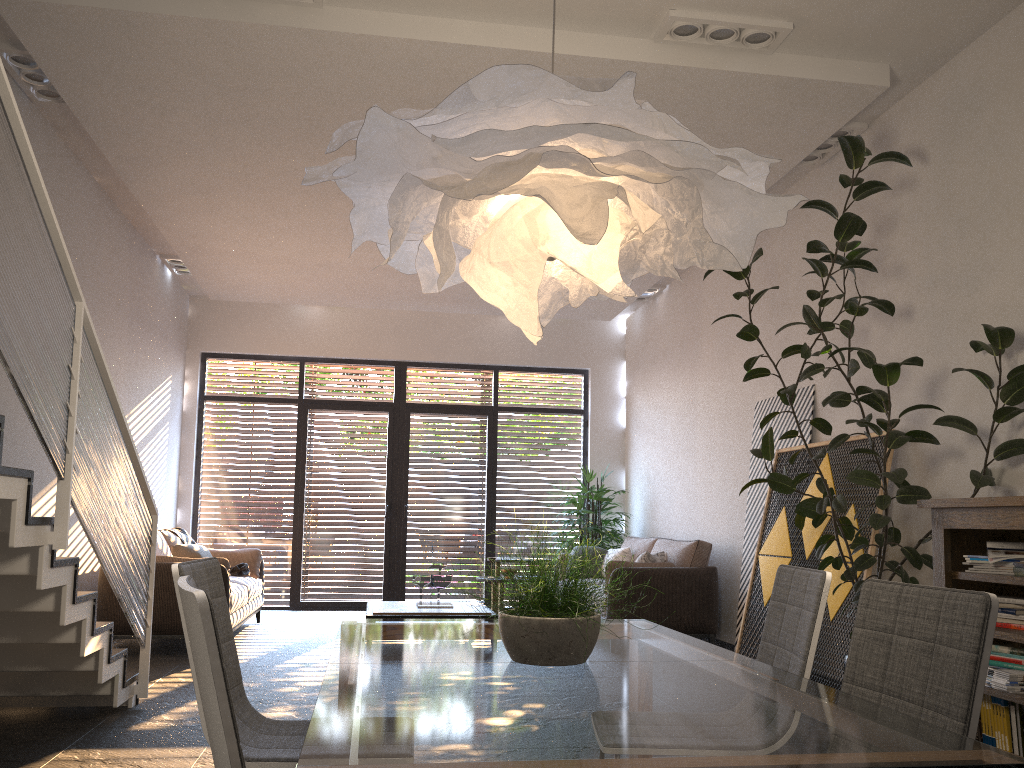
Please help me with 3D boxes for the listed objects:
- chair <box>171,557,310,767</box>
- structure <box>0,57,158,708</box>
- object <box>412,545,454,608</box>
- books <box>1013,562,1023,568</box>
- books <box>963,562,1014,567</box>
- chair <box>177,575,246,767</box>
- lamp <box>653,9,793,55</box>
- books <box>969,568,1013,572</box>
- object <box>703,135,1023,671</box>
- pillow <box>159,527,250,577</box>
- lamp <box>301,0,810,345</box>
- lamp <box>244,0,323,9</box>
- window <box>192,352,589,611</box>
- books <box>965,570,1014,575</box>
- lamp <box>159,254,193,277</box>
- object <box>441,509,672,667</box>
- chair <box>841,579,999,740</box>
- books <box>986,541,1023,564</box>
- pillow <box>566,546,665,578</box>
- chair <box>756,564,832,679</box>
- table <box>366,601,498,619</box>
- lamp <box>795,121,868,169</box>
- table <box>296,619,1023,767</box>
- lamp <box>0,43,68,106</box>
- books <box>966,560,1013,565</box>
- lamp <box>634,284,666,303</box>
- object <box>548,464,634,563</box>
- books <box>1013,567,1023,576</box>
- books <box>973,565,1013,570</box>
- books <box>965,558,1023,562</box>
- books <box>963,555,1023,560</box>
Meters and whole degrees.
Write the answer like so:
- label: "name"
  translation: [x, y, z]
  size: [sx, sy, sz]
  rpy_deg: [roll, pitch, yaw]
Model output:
- label: "chair"
  translation: [-0.556, 0.923, 2.295]
  size: [0.601, 0.914, 0.478]
  rpy_deg: [2, -7, -6]
- label: "structure"
  translation: [-0.165, -2.937, 1.330]
  size: [4.235, 8.259, 8.513]
  rpy_deg: [2, -7, -9]
- label: "object"
  translation: [-0.827, -0.985, 3.531]
  size: [0.365, 4.446, 8.966]
  rpy_deg: [1, -8, 3]
- label: "books"
  translation: [2.221, 0.752, 3.658]
  size: [0.166, 0.023, 0.229]
  rpy_deg: [2, -9, -5]
- label: "books"
  translation: [2.204, 0.794, 3.883]
  size: [0.253, 0.011, 0.320]
  rpy_deg: [6, -10, -27]
- label: "chair"
  translation: [-0.300, 0.816, 1.580]
  size: [0.602, 0.914, 0.477]
  rpy_deg: [4, -7, -23]
- label: "lamp"
  translation: [1.070, -1.804, 4.511]
  size: [0.645, 0.066, 0.255]
  rpy_deg: [2, -9, -9]
- label: "books"
  translation: [2.209, 0.811, 3.855]
  size: [0.253, 0.011, 0.319]
  rpy_deg: [8, -11, -39]
- label: "object"
  translation: [1.806, 0.196, 4.673]
  size: [0.909, 3.181, 2.020]
  rpy_deg: [5, -8, -31]
- label: "pillow"
  translation: [-3.033, 1.680, 8.166]
  size: [0.955, 0.703, 1.024]
  rpy_deg: [-1, -8, 15]
- label: "lamp"
  translation: [0.141, -2.660, 2.371]
  size: [1.117, 5.182, 1.068]
  rpy_deg: [1, -6, 2]
- label: "lamp"
  translation: [-1.223, -1.899, 4.158]
  size: [0.645, 0.066, 0.255]
  rpy_deg: [2, -9, -9]
- label: "window"
  translation: [-1.366, 1.163, 10.517]
  size: [4.943, 3.011, 0.462]
  rpy_deg: [2, -6, -9]
- label: "books"
  translation: [2.201, 0.823, 3.861]
  size: [0.253, 0.011, 0.320]
  rpy_deg: [7, -11, -35]
- label: "lamp"
  translation: [-3.322, -1.197, 8.867]
  size: [0.253, 0.066, 0.649]
  rpy_deg: [2, -9, -9]
- label: "object"
  translation: [0.105, 0.472, 2.049]
  size: [0.532, 0.365, 0.672]
  rpy_deg: [3, -8, -13]
- label: "chair"
  translation: [0.555, 0.851, 1.712]
  size: [0.602, 0.914, 0.478]
  rpy_deg: [2, -7, -8]
- label: "books"
  translation: [2.234, 0.740, 3.823]
  size: [0.322, 0.108, 0.274]
  rpy_deg: [-3, -9, 26]
- label: "pillow"
  translation: [0.956, 1.709, 8.325]
  size: [0.618, 0.341, 1.905]
  rpy_deg: [2, -9, -8]
- label: "chair"
  translation: [0.535, 0.966, 2.449]
  size: [0.601, 0.914, 0.478]
  rpy_deg: [1, -7, 1]
- label: "table"
  translation: [-0.710, 2.045, 7.517]
  size: [1.049, 0.305, 1.123]
  rpy_deg: [2, -9, -9]
- label: "lamp"
  translation: [2.042, -1.582, 5.817]
  size: [0.253, 0.066, 0.649]
  rpy_deg: [2, -9, -9]
- label: "table"
  translation: [0.083, 0.987, 1.983]
  size: [0.997, 0.710, 1.811]
  rpy_deg: [2, -9, -9]
- label: "lamp"
  translation: [-2.727, -1.780, 5.083]
  size: [0.253, 0.066, 0.649]
  rpy_deg: [2, -9, -9]
- label: "books"
  translation: [2.208, 0.781, 3.869]
  size: [0.253, 0.011, 0.319]
  rpy_deg: [8, -11, -37]
- label: "lamp"
  translation: [1.447, -0.999, 9.602]
  size: [0.253, 0.066, 0.649]
  rpy_deg: [2, -9, -9]
- label: "object"
  translation: [0.875, 1.742, 9.931]
  size: [0.982, 1.713, 0.916]
  rpy_deg: [7, -9, -43]
- label: "books"
  translation: [2.227, 0.779, 3.648]
  size: [0.179, 0.034, 0.244]
  rpy_deg: [2, -9, -6]
- label: "books"
  translation: [2.220, 0.798, 3.842]
  size: [0.253, 0.011, 0.319]
  rpy_deg: [9, -12, -41]
- label: "books"
  translation: [2.213, 0.774, 3.889]
  size: [0.253, 0.011, 0.319]
  rpy_deg: [8, -11, -37]
- label: "books"
  translation: [2.213, 0.764, 3.898]
  size: [0.253, 0.011, 0.320]
  rpy_deg: [7, -10, -32]
